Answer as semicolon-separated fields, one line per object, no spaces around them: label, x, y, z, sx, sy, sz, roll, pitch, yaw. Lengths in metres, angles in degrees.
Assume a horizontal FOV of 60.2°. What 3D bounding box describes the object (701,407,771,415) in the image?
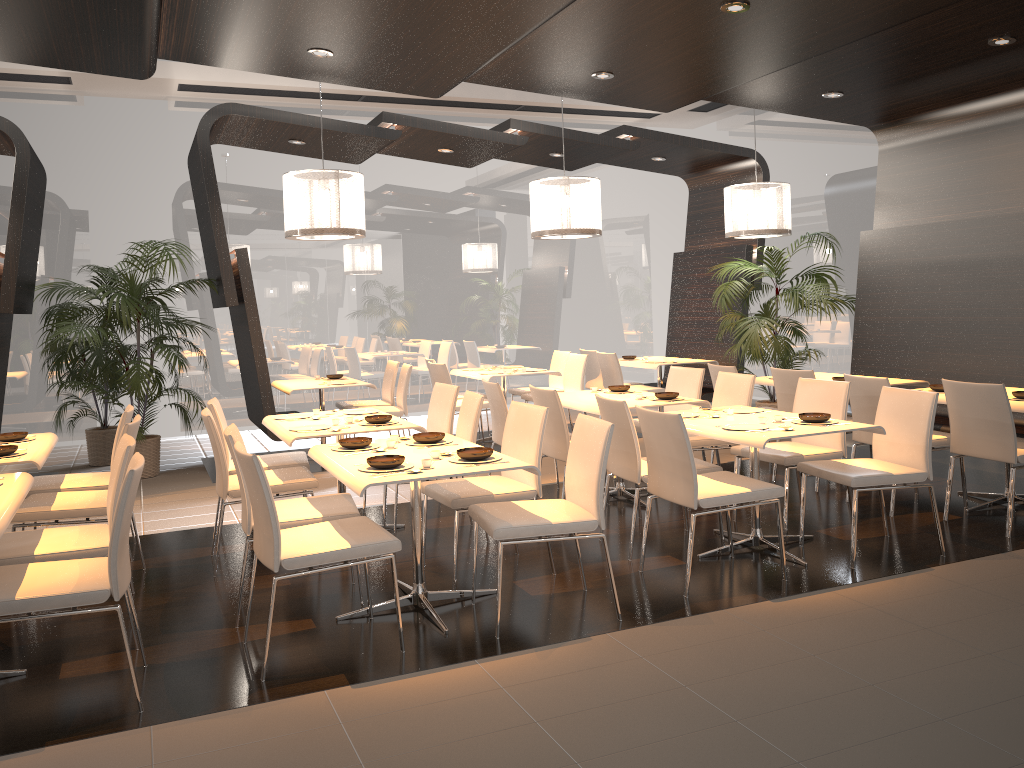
object;1.326;0.147;5.327;0.335;0.038;0.377;-5;6;-34

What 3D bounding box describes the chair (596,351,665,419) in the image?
chair;1.260;0.081;9.458;0.606;0.873;0.484;-3;2;-21

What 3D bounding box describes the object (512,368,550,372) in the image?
object;0.169;-0.152;9.045;0.335;0.038;0.377;-5;6;-34

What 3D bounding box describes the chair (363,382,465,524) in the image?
chair;-0.681;0.453;6.081;0.606;0.868;0.484;-3;2;-26

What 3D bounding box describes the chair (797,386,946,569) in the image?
chair;1.961;0.479;4.834;0.606;0.873;0.484;-3;2;-16

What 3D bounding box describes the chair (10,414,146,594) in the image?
chair;-2.276;0.636;4.670;0.606;0.868;0.484;-3;2;-16

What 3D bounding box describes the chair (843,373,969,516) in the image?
chair;2.576;0.363;5.846;0.606;0.868;0.484;-3;2;-16

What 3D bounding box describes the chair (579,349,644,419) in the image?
chair;1.125;0.025;10.091;0.606;0.868;0.484;-3;2;-21

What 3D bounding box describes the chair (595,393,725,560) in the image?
chair;0.828;0.493;5.100;0.606;0.873;0.484;-3;2;-16

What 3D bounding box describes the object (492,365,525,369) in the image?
object;-0.059;-0.197;9.617;0.335;0.038;0.377;-5;6;-34

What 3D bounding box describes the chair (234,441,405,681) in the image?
chair;-0.829;0.673;3.720;0.606;0.868;0.484;-3;2;-26

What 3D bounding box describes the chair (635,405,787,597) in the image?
chair;0.986;0.543;4.495;0.606;0.873;0.484;-3;2;-21

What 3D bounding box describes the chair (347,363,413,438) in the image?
chair;-1.237;0.264;8.360;0.606;0.868;0.484;-3;2;-16

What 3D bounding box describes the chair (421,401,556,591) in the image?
chair;-0.131;0.563;4.693;0.606;0.873;0.484;-3;2;-26

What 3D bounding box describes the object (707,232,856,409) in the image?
object;2.692;-0.509;8.862;1.505;2.057;1.564;-2;2;-10

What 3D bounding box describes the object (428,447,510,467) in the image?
object;-0.203;0.319;3.984;0.304;0.044;0.365;-4;6;-24

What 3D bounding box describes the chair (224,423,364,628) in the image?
chair;-1.059;0.630;4.275;0.606;0.868;0.484;-3;2;-16

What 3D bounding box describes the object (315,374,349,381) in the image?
object;-1.803;-0.068;8.824;0.304;0.044;0.365;-4;6;-24

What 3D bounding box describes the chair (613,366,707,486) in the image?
chair;1.158;0.318;6.871;0.606;0.868;0.484;-3;2;-26

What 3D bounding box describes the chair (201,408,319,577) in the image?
chair;-1.449;0.570;5.077;0.606;0.868;0.484;-3;2;-21

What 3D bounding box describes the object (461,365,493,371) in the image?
object;-0.349;-0.168;9.407;0.335;0.038;0.377;-5;6;-29

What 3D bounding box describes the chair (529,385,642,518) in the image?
chair;0.461;0.438;5.836;0.606;0.873;0.484;-3;2;-21

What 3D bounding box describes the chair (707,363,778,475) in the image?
chair;1.958;0.263;7.204;0.606;0.873;0.484;-3;2;-16

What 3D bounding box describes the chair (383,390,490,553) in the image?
chair;-0.474;0.509;5.417;0.606;0.873;0.484;-3;2;-16

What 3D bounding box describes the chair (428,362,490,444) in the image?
chair;-0.474;0.210;8.690;0.606;0.873;0.484;-3;2;-26

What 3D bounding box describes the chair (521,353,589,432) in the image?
chair;0.461;0.138;9.106;0.606;0.868;0.484;-3;2;-21

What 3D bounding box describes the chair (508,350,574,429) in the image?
chair;0.327;0.087;9.739;0.606;0.873;0.484;-3;2;-21

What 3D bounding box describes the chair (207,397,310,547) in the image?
chair;-1.619;0.522;5.671;0.606;0.868;0.484;-3;2;-16

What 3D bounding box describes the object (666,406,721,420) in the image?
object;1.046;0.170;5.188;0.335;0.038;0.377;-5;6;-29

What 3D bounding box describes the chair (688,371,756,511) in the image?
chair;1.365;0.372;6.206;0.606;0.868;0.484;-3;2;-21

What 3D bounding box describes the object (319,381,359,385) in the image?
object;-1.633;-0.021;8.273;0.335;0.038;0.377;-5;6;-34

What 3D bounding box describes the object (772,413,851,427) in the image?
object;1.590;0.186;4.769;0.304;0.044;0.365;-4;6;-24

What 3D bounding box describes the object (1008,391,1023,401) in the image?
object;3.201;0.072;5.415;0.304;0.044;0.365;-4;6;-24

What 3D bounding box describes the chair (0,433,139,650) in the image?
chair;-1.952;0.702;3.852;0.606;0.873;0.484;-3;2;-26

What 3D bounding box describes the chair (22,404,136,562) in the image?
chair;-2.551;0.594;5.235;0.606;0.868;0.484;-3;2;-21

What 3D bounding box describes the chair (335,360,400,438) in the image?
chair;-1.446;0.218;8.962;0.606;0.873;0.484;-3;2;-21

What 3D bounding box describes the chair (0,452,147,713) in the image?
chair;-1.677;0.744;3.287;0.606;0.873;0.484;-3;2;-21

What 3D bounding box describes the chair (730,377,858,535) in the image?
chair;1.754;0.425;5.498;0.606;0.873;0.484;-3;2;-26

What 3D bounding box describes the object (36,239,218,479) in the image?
object;-3.283;-0.202;7.725;1.564;2.057;1.506;-3;3;-29

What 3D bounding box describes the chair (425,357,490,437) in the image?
chair;-0.594;0.148;9.382;0.606;0.868;0.484;-3;2;-16

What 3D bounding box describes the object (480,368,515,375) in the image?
object;-0.137;-0.123;8.836;0.335;0.038;0.377;-5;6;-29

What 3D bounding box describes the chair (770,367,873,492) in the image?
chair;2.314;0.302;6.637;0.606;0.873;0.484;-3;2;-26

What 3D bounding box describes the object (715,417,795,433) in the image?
object;1.287;0.213;4.623;0.335;0.038;0.377;-5;6;-29

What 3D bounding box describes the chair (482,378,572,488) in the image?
chair;0.115;0.393;6.433;0.606;0.868;0.484;-3;2;-16

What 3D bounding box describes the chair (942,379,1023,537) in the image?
chair;2.973;0.399;5.306;0.606;0.868;0.484;-3;2;-21

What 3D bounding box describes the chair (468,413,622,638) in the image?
chair;0.147;0.609;4.059;0.606;0.868;0.484;-3;2;-16

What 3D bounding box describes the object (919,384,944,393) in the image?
object;2.952;0.030;5.969;0.304;0.044;0.365;-4;6;-24

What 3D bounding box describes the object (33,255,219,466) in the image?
object;-3.912;-0.264;8.635;1.560;2.057;1.509;-1;3;29
